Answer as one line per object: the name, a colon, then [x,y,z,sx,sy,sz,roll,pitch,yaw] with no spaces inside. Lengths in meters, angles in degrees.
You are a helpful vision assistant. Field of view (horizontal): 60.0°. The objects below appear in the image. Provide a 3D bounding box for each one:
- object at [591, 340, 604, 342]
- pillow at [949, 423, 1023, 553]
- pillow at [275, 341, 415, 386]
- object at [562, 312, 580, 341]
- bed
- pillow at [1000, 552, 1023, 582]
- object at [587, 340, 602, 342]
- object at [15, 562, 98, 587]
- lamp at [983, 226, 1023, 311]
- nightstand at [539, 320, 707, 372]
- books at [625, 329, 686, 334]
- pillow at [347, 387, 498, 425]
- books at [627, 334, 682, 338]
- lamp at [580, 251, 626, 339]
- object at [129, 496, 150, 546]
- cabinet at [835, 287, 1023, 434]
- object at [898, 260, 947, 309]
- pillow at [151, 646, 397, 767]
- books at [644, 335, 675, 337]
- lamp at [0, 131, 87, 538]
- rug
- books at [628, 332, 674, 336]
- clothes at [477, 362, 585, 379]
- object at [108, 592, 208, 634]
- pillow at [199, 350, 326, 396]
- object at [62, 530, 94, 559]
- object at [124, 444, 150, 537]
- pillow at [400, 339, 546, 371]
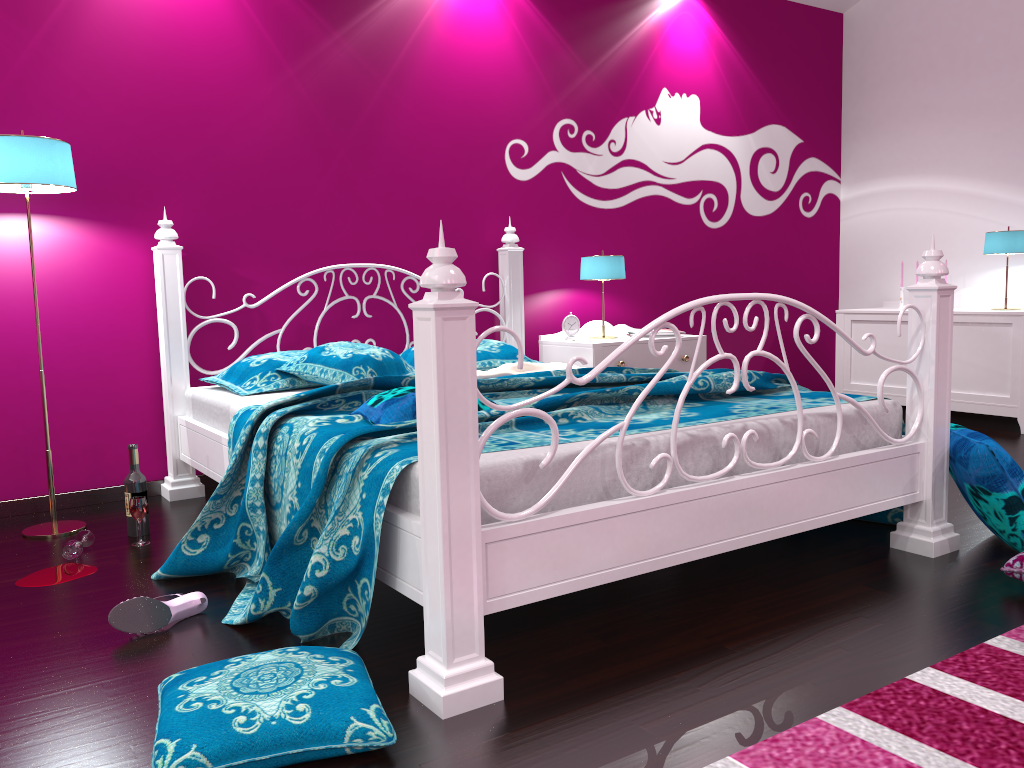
object: [0.409,-0.208,4.273,0.073,0.003,0.073,1,7,19]
pillow: [1.410,0.310,2.591,0.264,0.357,0.402,-1,6,7]
pillow: [-0.604,-0.072,3.363,0.418,0.176,0.404,1,7,24]
object: [0.292,-0.287,4.392,0.106,0.140,0.033,-5,7,-31]
bed: [-0.104,-0.096,3.005,2.167,1.143,2.317,-6,7,-33]
pillow: [1.485,0.458,2.121,0.400,0.142,0.429,-2,6,-9]
object: [0.394,-0.204,4.220,0.073,0.006,0.073,1,7,19]
object: [-1.329,0.557,2.578,0.184,0.007,0.221,2,7,29]
lamp: [2.612,-0.610,4.677,0.229,0.438,0.229,0,6,11]
nightstand: [0.574,-0.010,4.494,0.742,0.616,0.455,-6,7,-33]
books: [0.735,-0.269,4.567,0.221,0.012,0.300,-2,6,-10]
pillow: [-0.227,0.068,2.526,0.404,0.127,0.425,-4,7,-23]
books: [0.727,-0.250,4.566,0.220,0.007,0.300,-2,6,-4]
lamp: [0.457,-0.448,4.455,0.229,0.438,0.229,0,6,11]
object: [-1.208,0.444,2.875,0.056,0.153,0.056,-1,6,5]
cabinet: [2.458,-0.171,5.006,0.506,0.734,1.142,-6,7,-33]
object: [2.369,-0.573,5.107,0.285,0.284,0.043,5,9,45]
pillow: [-0.452,0.593,1.652,0.417,0.101,0.401,-3,7,-17]
books: [0.733,-0.258,4.576,0.220,0.007,0.300,-1,6,2]
lamp: [-1.601,-0.164,3.000,0.303,1.352,0.303,0,6,11]
rug: [1.204,0.639,1.210,2.100,0.018,1.400,-6,7,-33]
books: [0.713,-0.263,4.559,0.220,0.007,0.300,-1,6,5]
clothes: [0.077,0.105,3.511,1.036,0.376,0.553,-6,8,-38]
object: [-0.864,0.547,2.171,0.247,0.086,0.100,-7,8,-39]
pillow: [-0.809,-0.061,3.494,0.717,0.141,0.401,-6,8,-38]
object: [-1.364,0.506,2.785,0.056,0.056,0.153,-2,6,-9]
object: [-1.266,0.356,2.986,0.070,0.307,0.070,3,7,33]
pillow: [-0.201,-0.121,3.905,0.717,0.141,0.401,-5,7,-31]
